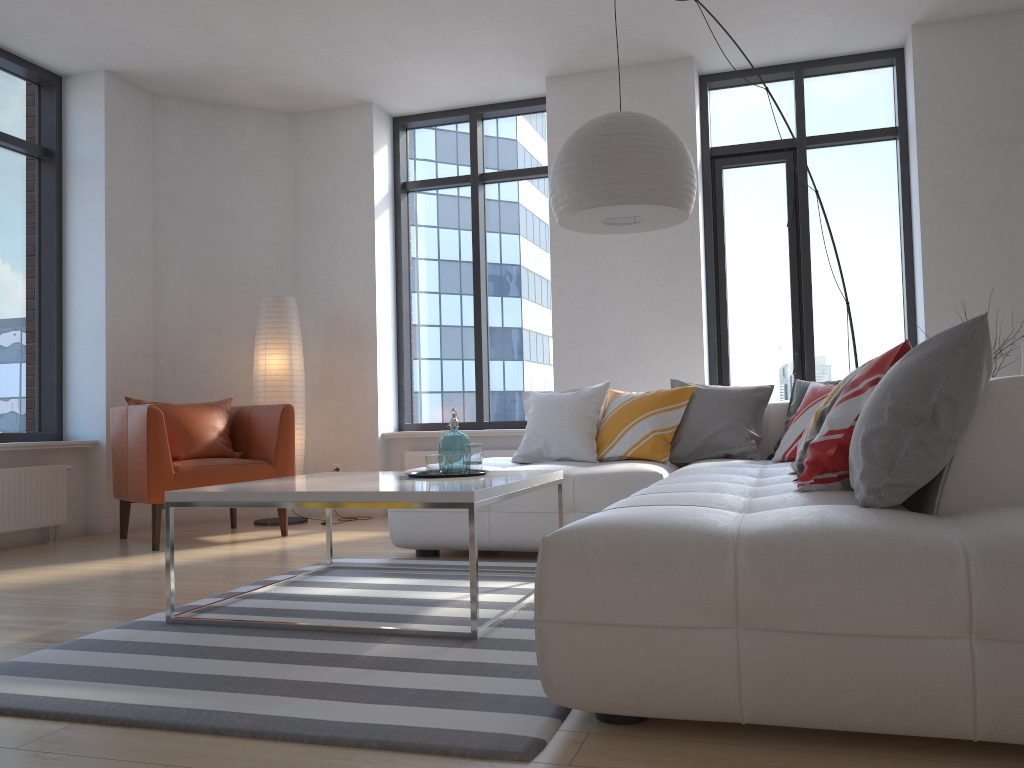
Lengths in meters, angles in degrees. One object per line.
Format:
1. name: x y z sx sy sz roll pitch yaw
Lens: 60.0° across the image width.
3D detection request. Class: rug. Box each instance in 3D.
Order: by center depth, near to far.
1. rug: -0.413 0.782 3.024 1.662 0.016 2.326 -2 -3 17

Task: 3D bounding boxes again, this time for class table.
1. table: -0.466 0.573 3.293 1.091 0.435 1.091 -2 -3 17

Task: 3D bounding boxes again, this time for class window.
1. window: -3.307 -0.860 4.890 0.170 2.402 1.960 -2 -3 17
2. window: 1.960 -0.944 5.931 1.310 2.402 0.170 -2 -3 17
3. window: -0.237 -0.859 6.609 1.310 2.402 0.170 -2 -3 17

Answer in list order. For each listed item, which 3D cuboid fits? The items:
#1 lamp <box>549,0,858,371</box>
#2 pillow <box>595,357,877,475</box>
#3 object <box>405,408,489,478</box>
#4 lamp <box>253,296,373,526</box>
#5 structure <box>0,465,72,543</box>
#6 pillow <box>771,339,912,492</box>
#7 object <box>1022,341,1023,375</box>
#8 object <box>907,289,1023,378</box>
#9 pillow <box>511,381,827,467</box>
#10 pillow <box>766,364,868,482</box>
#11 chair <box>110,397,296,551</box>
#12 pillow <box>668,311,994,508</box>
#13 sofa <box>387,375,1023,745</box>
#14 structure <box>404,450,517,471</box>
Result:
1. lamp: 1.466 -0.519 4.454 3.199 2.647 0.710 0 -3 -37
2. pillow: 0.932 0.179 4.006 0.630 0.440 2.095 0 -3 -26
3. object: -0.258 0.226 3.486 0.330 0.265 0.330 -4 -3 41
4. lamp: -1.373 0.175 6.143 0.804 1.550 0.502 0 -3 -22
5. structure: -2.945 0.697 4.753 0.110 0.460 1.474 -2 -3 17
6. pillow: 1.295 0.151 3.342 0.575 0.449 2.250 -2 -3 15
7. object: 1.912 0.044 3.296 0.319 0.398 0.316 -4 -3 41
8. object: 2.237 -0.102 4.099 0.406 0.744 0.607 0 -3 -33
9. pillow: 0.751 0.177 4.270 2.156 0.456 0.580 -4 -3 43
10. pillow: 1.384 0.136 3.657 0.608 0.436 2.120 -2 -3 13
11. chair: -1.895 0.497 5.359 0.896 0.858 0.843 1 -3 -41
12. pillow: 0.949 0.129 3.349 0.647 0.453 2.953 -2 -3 5
13. sofa: 0.492 0.421 3.486 2.614 0.732 3.424 -2 -3 17
14. structure: -0.267 0.696 6.216 1.015 0.460 0.110 -2 -3 17
